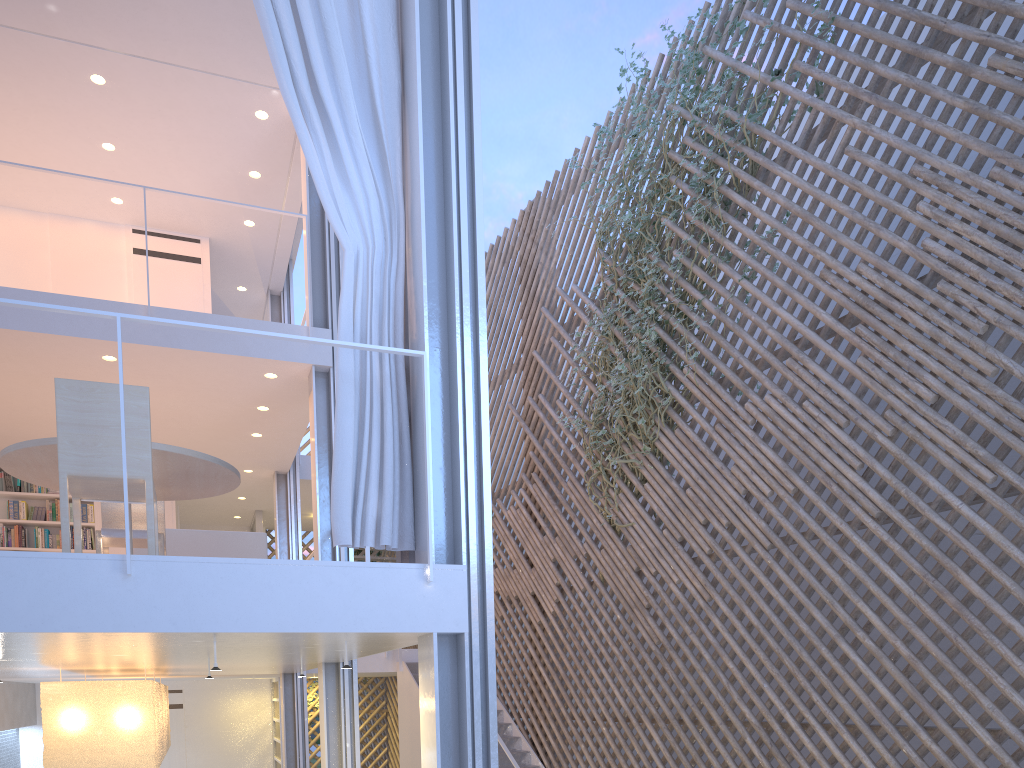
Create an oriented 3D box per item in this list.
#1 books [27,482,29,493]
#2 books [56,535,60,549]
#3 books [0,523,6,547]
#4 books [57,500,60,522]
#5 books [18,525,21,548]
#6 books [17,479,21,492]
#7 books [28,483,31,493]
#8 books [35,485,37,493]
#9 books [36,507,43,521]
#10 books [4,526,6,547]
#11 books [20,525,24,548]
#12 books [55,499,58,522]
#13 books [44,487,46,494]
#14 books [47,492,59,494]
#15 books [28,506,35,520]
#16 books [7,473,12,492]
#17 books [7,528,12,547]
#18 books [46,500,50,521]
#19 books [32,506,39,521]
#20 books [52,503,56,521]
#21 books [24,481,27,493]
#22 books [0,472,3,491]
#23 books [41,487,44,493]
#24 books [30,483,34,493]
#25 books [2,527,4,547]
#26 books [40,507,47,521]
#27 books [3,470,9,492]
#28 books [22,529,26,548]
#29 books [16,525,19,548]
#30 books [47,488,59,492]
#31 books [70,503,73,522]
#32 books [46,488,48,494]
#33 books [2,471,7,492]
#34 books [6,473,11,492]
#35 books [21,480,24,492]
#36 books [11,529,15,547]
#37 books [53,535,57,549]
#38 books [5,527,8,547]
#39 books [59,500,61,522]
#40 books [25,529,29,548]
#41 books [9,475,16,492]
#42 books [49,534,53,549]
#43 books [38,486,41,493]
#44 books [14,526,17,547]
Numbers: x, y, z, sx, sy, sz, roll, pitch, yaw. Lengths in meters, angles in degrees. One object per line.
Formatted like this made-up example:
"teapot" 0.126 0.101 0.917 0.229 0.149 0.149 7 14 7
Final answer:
"books" -2.977 0.627 5.069 0.006 0.115 0.084 -2 -5 -22
"books" -2.829 0.995 5.142 0.021 0.095 0.065 -2 -5 -22
"books" -3.105 0.933 5.021 0.015 0.147 0.090 -2 -4 -22
"books" -2.421 0.932 3.471 0.023 1.587 3.769 -2 -16 -13
"books" -3.020 0.947 5.057 0.008 0.139 0.087 -2 -4 -22
"books" -3.021 0.610 5.053 0.027 0.137 0.081 -2 -4 -22
"books" -2.967 0.616 5.068 0.010 0.135 0.092 -2 -5 -22
"books" -2.934 0.617 5.081 0.009 0.140 0.093 -2 -5 -22
"books" -2.928 0.815 5.105 0.040 0.097 0.065 -1 -5 -21
"books" -3.087 0.942 5.024 0.008 0.129 0.099 -2 -6 -22
"books" -3.010 0.948 5.059 0.011 0.139 0.089 -2 -4 -22
"books" -2.833 0.797 5.131 0.011 0.147 0.085 -2 -3 -22
"books" -2.889 0.634 5.098 0.006 0.116 0.094 -2 -6 -22
"books" -2.837 0.692 5.130 0.095 0.020 0.067 6 -20 -20
"books" -2.969 0.811 5.090 0.040 0.097 0.065 -1 -5 -21
"books" -3.065 0.604 5.034 0.024 0.139 0.087 -2 -4 -22
"books" -3.071 0.951 5.044 0.021 0.126 0.072 -2 -4 -22
"books" -2.879 0.798 5.114 0.015 0.137 0.081 -2 -4 -22
"books" -2.948 0.812 5.096 0.040 0.097 0.065 -1 -5 -21
"books" -2.449 0.939 3.457 0.030 1.564 3.778 -2 -16 -13
"books" -2.987 0.609 5.062 0.015 0.147 0.090 -2 -4 -22
"books" -3.109 0.607 5.013 0.021 0.118 0.096 -2 -6 -22
"books" -2.899 0.629 5.092 0.015 0.123 0.099 -2 -6 -22
"books" -2.954 0.628 5.076 0.018 0.116 0.089 -2 -6 -22
"books" -3.094 0.944 5.022 0.005 0.123 0.099 -2 -6 -22
"books" -2.908 0.817 5.112 0.040 0.097 0.065 -1 -5 -21
"books" -3.082 0.602 5.027 0.024 0.139 0.087 -2 -4 -22
"books" -2.996 0.958 5.061 0.015 0.119 0.096 -2 -6 -22
"books" -3.027 0.945 5.050 0.009 0.140 0.093 -2 -5 -22
"books" -2.834 0.669 5.126 0.095 0.020 0.067 4 -19 -15
"books" -2.384 0.906 3.463 0.029 1.508 3.829 -2 -17 -12
"books" -2.886 0.635 5.109 0.006 0.124 0.074 -2 -4 -22
"books" -3.094 0.606 5.016 0.007 0.123 0.100 -2 -6 -22
"books" -3.074 0.603 5.030 0.024 0.139 0.087 -2 -4 -22
"books" -3.000 0.619 5.056 0.015 0.121 0.092 -2 -6 -22
"books" -3.050 0.955 5.044 0.018 0.116 0.089 -2 -6 -22
"books" -2.848 0.993 5.134 0.021 0.095 0.065 -2 -5 -22
"books" -3.080 0.945 5.027 0.007 0.123 0.100 -2 -6 -22
"books" -2.428 0.932 3.467 0.023 1.582 3.778 -2 -16 -13
"books" -2.989 0.961 5.075 0.006 0.124 0.074 -2 -4 -22
"books" -3.057 0.605 5.037 0.024 0.139 0.087 -2 -4 -22
"books" -2.868 0.990 5.127 0.021 0.095 0.065 -2 -5 -22
"books" -2.914 0.630 5.087 0.015 0.119 0.096 -2 -6 -22
"books" -3.036 0.946 5.047 0.010 0.135 0.092 -2 -5 -22
